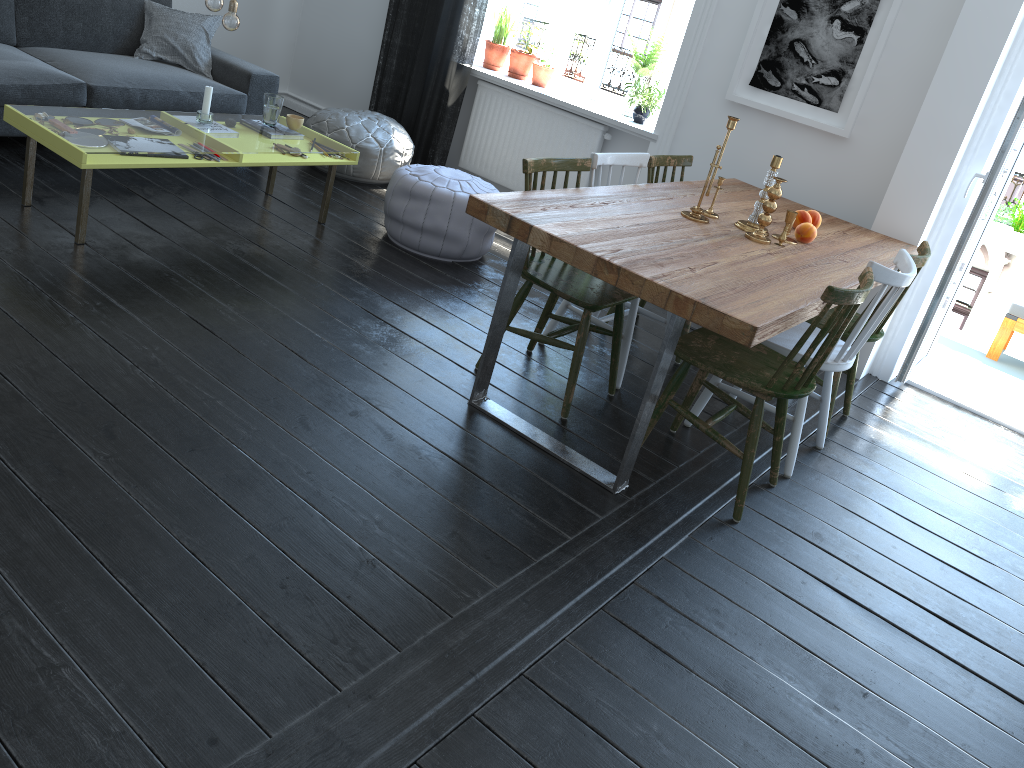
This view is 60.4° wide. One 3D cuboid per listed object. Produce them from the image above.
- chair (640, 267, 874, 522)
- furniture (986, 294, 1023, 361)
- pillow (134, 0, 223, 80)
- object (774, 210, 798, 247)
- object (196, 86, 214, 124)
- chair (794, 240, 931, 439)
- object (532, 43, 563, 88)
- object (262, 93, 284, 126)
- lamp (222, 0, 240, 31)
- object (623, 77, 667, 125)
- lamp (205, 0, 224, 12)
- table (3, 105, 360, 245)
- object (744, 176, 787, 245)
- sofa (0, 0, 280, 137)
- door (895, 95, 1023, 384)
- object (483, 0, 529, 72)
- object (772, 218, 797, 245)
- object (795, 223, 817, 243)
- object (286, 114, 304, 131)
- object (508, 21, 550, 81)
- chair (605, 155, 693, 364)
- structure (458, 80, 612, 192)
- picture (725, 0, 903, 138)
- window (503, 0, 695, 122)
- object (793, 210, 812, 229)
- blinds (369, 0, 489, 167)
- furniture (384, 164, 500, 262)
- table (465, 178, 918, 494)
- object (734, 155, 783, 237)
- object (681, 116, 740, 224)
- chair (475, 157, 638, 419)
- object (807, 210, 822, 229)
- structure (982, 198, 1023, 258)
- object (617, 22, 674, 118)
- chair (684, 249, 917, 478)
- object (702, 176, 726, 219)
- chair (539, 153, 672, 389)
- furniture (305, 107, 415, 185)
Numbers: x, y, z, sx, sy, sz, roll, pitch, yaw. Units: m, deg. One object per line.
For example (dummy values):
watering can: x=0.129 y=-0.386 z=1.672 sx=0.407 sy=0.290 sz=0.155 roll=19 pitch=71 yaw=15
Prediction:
chair: x=0.782 y=-0.046 z=2.883 sx=0.497 sy=0.798 sz=0.474 roll=28 pitch=23 yaw=28
furniture: x=3.281 y=-0.236 z=5.318 sx=0.615 sy=0.362 sz=0.406 roll=29 pitch=26 yaw=29
pillow: x=-2.471 y=-1.988 z=4.651 sx=0.491 sy=0.474 sz=2.078 roll=30 pitch=28 yaw=32
object: x=1.041 y=-0.590 z=3.346 sx=0.050 sy=0.134 sz=0.050 roll=28 pitch=23 yaw=29
object: x=-1.409 y=-1.292 z=4.065 sx=0.074 sy=0.167 sz=0.078 roll=8 pitch=22 yaw=-22
chair: x=1.336 y=-0.260 z=3.674 sx=0.497 sy=0.798 sz=0.474 roll=28 pitch=23 yaw=28
object: x=0.223 y=-2.065 z=5.711 sx=0.194 sy=0.268 sz=0.183 roll=15 pitch=21 yaw=-2
object: x=-1.192 y=-1.359 z=4.368 sx=0.097 sy=0.141 sz=0.101 roll=13 pitch=21 yaw=-8
lamp: x=-1.027 y=-2.178 z=3.565 sx=0.074 sy=1.444 sz=0.092 roll=3 pitch=23 yaw=-33
object: x=0.803 y=-1.694 z=5.244 sx=0.292 sy=0.284 sz=0.288 roll=31 pitch=26 yaw=33
lamp: x=-1.057 y=-2.214 z=3.455 sx=0.086 sy=1.444 sz=0.077 roll=14 pitch=19 yaw=-7
table: x=-1.439 y=-0.954 z=3.992 sx=0.614 sy=0.385 sz=1.422 roll=29 pitch=27 yaw=28
object: x=0.964 y=-0.655 z=3.310 sx=0.100 sy=0.239 sz=0.104 roll=3 pitch=24 yaw=-33
sofa: x=-2.488 y=-1.719 z=4.620 sx=1.110 sy=0.697 sz=2.408 roll=29 pitch=27 yaw=28
door: x=2.328 y=-0.949 z=4.241 sx=0.108 sy=1.954 sz=0.591 roll=30 pitch=24 yaw=33
object: x=-0.050 y=-2.353 z=5.903 sx=0.303 sy=0.481 sz=0.343 roll=21 pitch=21 yaw=13
object: x=1.091 y=-0.618 z=3.464 sx=0.103 sy=0.110 sz=0.105 roll=22 pitch=22 yaw=16
object: x=1.177 y=-0.605 z=3.529 sx=0.089 sy=0.081 sz=0.087 roll=-5 pitch=30 yaw=-42
object: x=-1.090 y=-1.307 z=4.412 sx=0.086 sy=0.064 sz=0.090 roll=3 pitch=26 yaw=-28
object: x=0.090 y=-2.201 z=5.814 sx=0.235 sy=0.357 sz=0.267 roll=-5 pitch=29 yaw=-43
chair: x=0.764 y=-0.597 z=4.051 sx=0.497 sy=0.798 sz=0.474 roll=28 pitch=23 yaw=28
structure: x=0.121 y=-1.491 z=5.627 sx=1.091 sy=0.606 sz=0.074 roll=30 pitch=23 yaw=30
picture: x=1.550 y=-1.781 z=4.468 sx=0.704 sy=0.856 sz=0.084 roll=29 pitch=23 yaw=30
window: x=0.745 y=-2.760 z=5.509 sx=1.607 sy=1.917 sz=0.108 roll=29 pitch=23 yaw=30
object: x=1.234 y=-0.698 z=3.755 sx=0.083 sy=0.085 sz=0.094 roll=3 pitch=25 yaw=-30
blinds: x=-0.407 y=-2.830 z=5.575 sx=0.823 sy=2.868 sz=0.113 roll=28 pitch=22 yaw=29
furniture: x=-0.354 y=-0.897 z=4.572 sx=0.627 sy=0.405 sz=0.622 roll=26 pitch=25 yaw=23
table: x=0.812 y=-0.300 z=3.570 sx=1.042 sy=0.691 sz=2.260 roll=29 pitch=27 yaw=28
object: x=0.989 y=-0.744 z=3.445 sx=0.139 sy=0.300 sz=0.146 roll=10 pitch=21 yaw=-16
object: x=0.761 y=-0.821 z=3.355 sx=0.113 sy=0.396 sz=0.118 roll=14 pitch=20 yaw=-6
chair: x=0.210 y=-0.383 z=3.260 sx=0.497 sy=0.798 sz=0.474 roll=28 pitch=23 yaw=28
object: x=1.295 y=-0.708 z=3.811 sx=0.085 sy=0.087 sz=0.090 roll=24 pitch=23 yaw=20
structure: x=3.166 y=-0.977 z=5.445 sx=0.580 sy=0.365 sz=0.299 roll=25 pitch=23 yaw=20
object: x=0.786 y=-1.905 z=5.369 sx=0.327 sy=0.546 sz=0.408 roll=14 pitch=21 yaw=-5
chair: x=1.085 y=-0.149 z=3.266 sx=0.522 sy=0.812 sz=0.472 roll=28 pitch=24 yaw=29
object: x=0.813 y=-0.749 z=3.520 sx=0.080 sy=0.155 sz=0.083 roll=12 pitch=21 yaw=-11
chair: x=0.465 y=-0.508 z=3.663 sx=0.522 sy=0.812 sz=0.472 roll=28 pitch=24 yaw=29
furniture: x=-0.958 y=-1.511 z=5.505 sx=0.696 sy=0.369 sz=0.689 roll=29 pitch=27 yaw=29
